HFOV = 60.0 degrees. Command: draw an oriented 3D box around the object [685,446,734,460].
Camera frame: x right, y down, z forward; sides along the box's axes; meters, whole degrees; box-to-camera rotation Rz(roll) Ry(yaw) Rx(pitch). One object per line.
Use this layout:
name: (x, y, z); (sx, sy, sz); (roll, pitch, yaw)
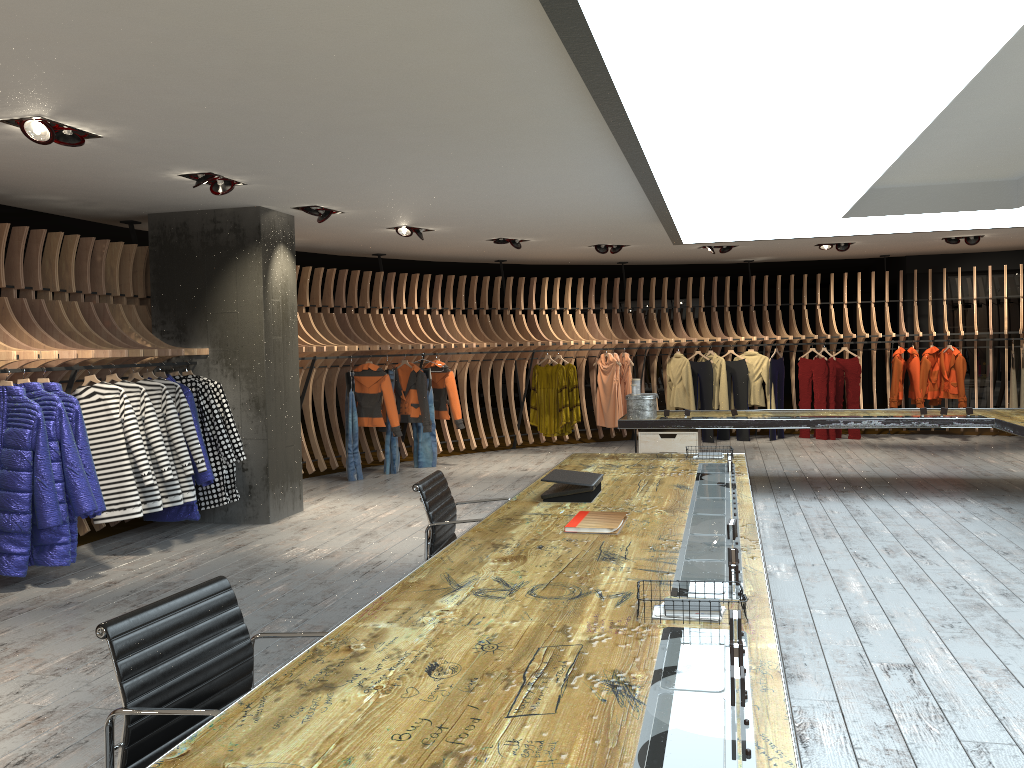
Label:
object: (1.283, 0.450, 5.760); (0.302, 0.074, 0.217); (-1, 2, 8)

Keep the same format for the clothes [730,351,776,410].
clothes: (3.603, -0.048, 13.345); (0.704, 0.889, 0.250); (0, 2, 34)

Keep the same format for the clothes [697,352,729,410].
clothes: (3.004, -0.030, 13.323); (0.250, 0.889, 0.705); (-3, 2, -36)

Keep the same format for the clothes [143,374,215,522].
clothes: (-2.886, 0.538, 7.430); (0.885, 1.238, 0.246); (-1, 2, 10)

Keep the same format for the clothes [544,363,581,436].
clothes: (0.685, 0.219, 12.609); (0.665, 1.044, 0.168); (0, 2, 44)

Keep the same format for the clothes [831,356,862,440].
clothes: (4.969, 0.256, 13.236); (0.093, 1.337, 0.552); (-3, 2, -36)

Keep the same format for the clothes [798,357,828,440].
clothes: (4.520, 0.263, 13.313); (0.093, 1.337, 0.552); (-2, 2, -31)

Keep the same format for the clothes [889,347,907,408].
clothes: (5.674, -0.101, 13.033); (0.201, 0.880, 0.840); (-1, 2, 29)

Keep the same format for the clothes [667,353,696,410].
clothes: (2.483, -0.013, 13.234); (0.250, 0.889, 0.705); (-2, 2, -26)

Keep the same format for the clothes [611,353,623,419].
clothes: (1.503, 0.119, 12.978); (0.125, 1.155, 0.447); (-2, 2, -17)

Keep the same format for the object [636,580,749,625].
object: (0.499, 0.609, 2.475); (0.302, 0.071, 0.209); (-1, 2, 8)

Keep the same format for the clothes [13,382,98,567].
clothes: (-3.202, 0.610, 5.901); (0.883, 1.245, 0.249); (-1, 2, 10)

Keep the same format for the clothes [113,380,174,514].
clothes: (-2.914, 0.498, 6.770); (0.752, 1.061, 0.128); (-1, 2, 12)

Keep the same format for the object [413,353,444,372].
object: (-1.134, -0.272, 11.234); (0.549, 0.243, 0.023); (-2, 2, -10)

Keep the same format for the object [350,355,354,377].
object: (-1.860, -0.212, 10.281); (0.023, 0.243, 0.549); (-2, 2, -5)

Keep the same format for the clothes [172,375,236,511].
clothes: (-2.708, 0.514, 7.550); (0.807, 1.187, 0.192); (-1, 2, 14)

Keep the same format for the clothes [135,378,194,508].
clothes: (-2.852, 0.485, 7.025); (0.752, 1.061, 0.128); (-1, 2, 12)

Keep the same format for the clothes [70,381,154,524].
clothes: (-2.969, 0.509, 6.541); (0.752, 1.061, 0.128); (-1, 2, 12)

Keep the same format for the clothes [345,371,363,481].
clothes: (-1.841, 0.555, 10.308); (0.200, 1.421, 0.309); (-2, 2, -9)

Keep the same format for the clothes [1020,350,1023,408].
clothes: (7.154, 0.015, 12.396); (0.096, 0.988, 0.465); (-1, 2, 31)

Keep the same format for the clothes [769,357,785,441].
clothes: (3.992, 0.266, 13.360); (0.087, 1.352, 0.539); (0, 2, 38)

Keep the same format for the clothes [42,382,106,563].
clothes: (-3.237, 0.604, 6.093); (0.885, 1.238, 0.246); (-1, 2, 10)

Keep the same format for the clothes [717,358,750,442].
clothes: (3.315, 0.288, 13.341); (0.539, 1.352, 0.087); (0, 2, 38)

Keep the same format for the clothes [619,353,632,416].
clothes: (1.660, 0.113, 13.027); (0.125, 1.155, 0.447); (-2, 2, -22)

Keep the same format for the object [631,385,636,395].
object: (1.225, 0.061, 8.923); (0.062, 0.109, 0.062); (-2, 2, -20)

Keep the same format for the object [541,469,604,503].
object: (0.305, 0.505, 4.428); (0.261, 0.111, 0.373); (-1, 2, 14)

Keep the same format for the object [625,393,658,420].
object: (1.326, 0.226, 9.049); (0.303, 0.239, 0.498); (-1, 2, 14)

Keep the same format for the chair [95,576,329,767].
chair: (-0.652, 0.996, 2.294); (0.667, 0.859, 0.694); (-1, 2, 10)

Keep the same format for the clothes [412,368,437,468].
clothes: (-1.121, 0.497, 11.254); (0.309, 1.421, 0.200); (-2, 2, -14)

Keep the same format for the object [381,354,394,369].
object: (-1.513, -0.242, 10.778); (0.023, 0.243, 0.549); (-1, 2, 10)

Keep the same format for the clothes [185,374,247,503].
clothes: (-2.673, 0.505, 7.734); (0.799, 1.185, 0.192); (-1, 2, 14)

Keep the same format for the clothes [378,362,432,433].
clothes: (-1.311, 0.162, 10.993); (0.839, 0.880, 0.201); (0, 2, 34)

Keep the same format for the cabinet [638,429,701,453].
cabinet: (1.649, 0.757, 9.185); (0.593, 0.630, 1.132); (-1, 2, 14)

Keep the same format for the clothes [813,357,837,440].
clothes: (4.684, 0.260, 13.288); (0.093, 1.337, 0.552); (-2, 2, -16)

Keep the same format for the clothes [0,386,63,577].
clothes: (-3.389, 0.627, 5.801); (0.880, 1.260, 0.242); (-1, 2, 10)

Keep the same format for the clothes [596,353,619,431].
clothes: (1.393, 0.124, 12.937); (0.125, 1.155, 0.447); (-3, 2, -42)

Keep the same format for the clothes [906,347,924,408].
clothes: (5.908, -0.106, 13.011); (0.201, 0.880, 0.840); (-1, 2, 19)

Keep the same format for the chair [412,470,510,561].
chair: (-0.144, 0.891, 4.445); (0.667, 0.859, 0.694); (-1, 2, 0)

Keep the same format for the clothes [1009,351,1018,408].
clothes: (7.046, 0.016, 12.450); (0.096, 0.988, 0.465); (-1, 2, 26)

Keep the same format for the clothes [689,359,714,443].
clothes: (2.801, 0.303, 13.290); (0.087, 1.352, 0.539); (-3, 2, -42)

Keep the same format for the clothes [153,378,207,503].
clothes: (-2.811, 0.476, 7.198); (0.752, 1.061, 0.128); (-1, 2, 12)

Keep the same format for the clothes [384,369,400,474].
clothes: (-1.495, 0.526, 10.791); (0.200, 1.421, 0.309); (-1, 2, 6)

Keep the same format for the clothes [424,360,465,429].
clothes: (-0.958, 0.131, 11.448); (0.839, 0.880, 0.201); (0, 2, 44)

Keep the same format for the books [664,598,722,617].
books: (0.502, 0.621, 2.471); (0.155, 0.025, 0.110); (-1, 2, 9)

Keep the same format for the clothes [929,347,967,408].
clothes: (6.313, -0.107, 12.790); (0.201, 0.880, 0.840); (-2, 2, -6)

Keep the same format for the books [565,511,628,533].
books: (0.358, 0.577, 3.718); (0.213, 0.026, 0.366); (-1, 3, 14)

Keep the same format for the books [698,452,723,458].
books: (1.286, 0.460, 5.756); (0.155, 0.025, 0.110); (-1, 2, 9)

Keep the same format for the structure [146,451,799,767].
structure: (-0.224, 1.050, 0.983); (1.162, 0.844, 10.458); (-1, 3, 14)

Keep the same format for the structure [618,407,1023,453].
structure: (1.511, 1.034, 0.343); (4.835, 0.844, 18.487); (-1, 3, 14)

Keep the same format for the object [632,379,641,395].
object: (1.345, 0.049, 8.983); (0.262, 0.204, 0.088); (-1, 2, 12)

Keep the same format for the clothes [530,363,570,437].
clothes: (0.528, 0.227, 12.517); (0.665, 1.044, 0.168); (0, 2, 44)

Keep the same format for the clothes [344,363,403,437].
clothes: (-1.699, 0.187, 10.582); (0.839, 0.880, 0.201); (0, 2, 29)

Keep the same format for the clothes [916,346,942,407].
clothes: (6.091, -0.106, 12.896); (0.201, 0.880, 0.840); (0, 2, 44)
